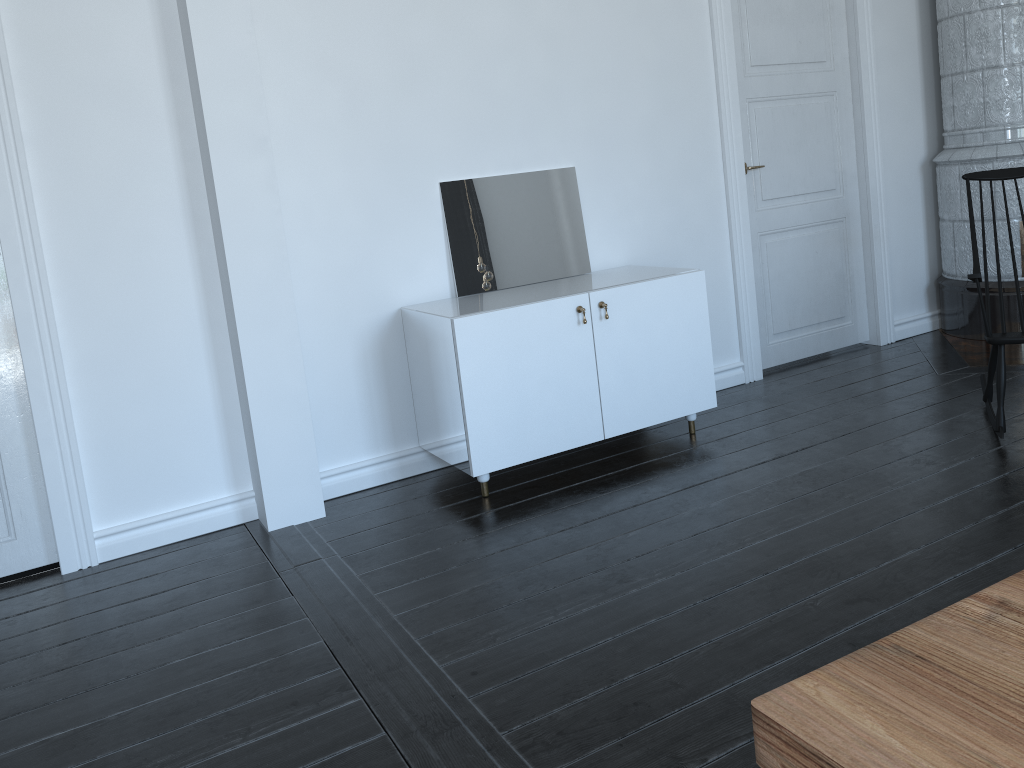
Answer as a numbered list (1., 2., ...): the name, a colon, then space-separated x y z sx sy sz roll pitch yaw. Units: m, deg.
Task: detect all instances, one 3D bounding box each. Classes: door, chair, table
1. door: 1.581 -1.336 4.841 1.180 2.439 0.116 -11 8 -27
2. chair: 2.167 -0.372 3.615 0.610 0.990 0.924 -4 10 18
3. door: -2.143 -0.438 2.901 1.051 2.439 0.116 -11 8 -27
4. table: 1.228 0.707 0.115 1.027 0.704 2.249 -12 14 -26

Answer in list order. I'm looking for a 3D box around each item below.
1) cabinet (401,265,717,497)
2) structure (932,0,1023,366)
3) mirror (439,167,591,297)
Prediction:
1. cabinet: 0.233 -0.052 3.805 1.212 0.724 0.595 -13 11 -27
2. structure: 2.716 -1.674 4.803 0.776 2.848 1.293 -5 8 18
3. mirror: 0.028 -0.699 3.984 0.702 0.495 0.054 -12 9 -27
